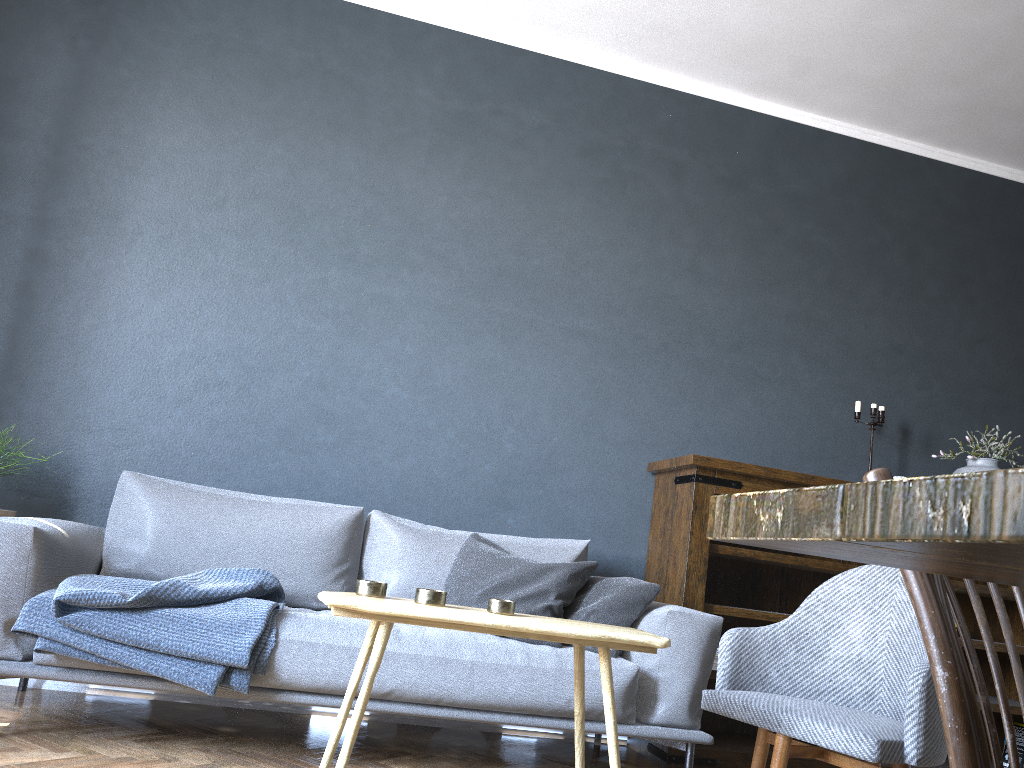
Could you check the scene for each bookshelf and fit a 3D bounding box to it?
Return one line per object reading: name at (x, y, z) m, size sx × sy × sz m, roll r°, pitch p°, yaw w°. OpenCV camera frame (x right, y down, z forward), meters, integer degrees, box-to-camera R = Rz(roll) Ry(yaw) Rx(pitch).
bookshelf at (1.486, 1.045, 3.732) m, size 1.919 × 1.169 × 0.452 m, roll 10°, pitch -11°, yaw -12°

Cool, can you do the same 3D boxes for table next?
table at (-0.078, 0.789, 1.974) m, size 0.788 × 0.548 × 0.340 m, roll 10°, pitch -11°, yaw -12°
table at (0.990, 0.479, 0.179) m, size 1.605 × 0.725 × 1.129 m, roll 10°, pitch -11°, yaw -12°

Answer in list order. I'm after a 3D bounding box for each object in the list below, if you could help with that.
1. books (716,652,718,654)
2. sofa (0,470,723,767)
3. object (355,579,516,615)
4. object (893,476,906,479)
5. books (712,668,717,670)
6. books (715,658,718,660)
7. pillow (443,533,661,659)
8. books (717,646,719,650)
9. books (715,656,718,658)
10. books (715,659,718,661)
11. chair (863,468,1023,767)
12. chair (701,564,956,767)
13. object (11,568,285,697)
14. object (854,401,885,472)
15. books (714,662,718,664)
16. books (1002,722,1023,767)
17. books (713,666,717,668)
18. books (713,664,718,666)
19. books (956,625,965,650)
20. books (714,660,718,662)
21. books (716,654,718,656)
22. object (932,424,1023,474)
books at (0.888, 1.076, 3.533) m, size 0.304 × 0.008 × 0.219 m, roll 10°, pitch -12°, yaw -9°
sofa at (-0.526, 0.809, 3.009) m, size 2.341 × 0.796 × 0.972 m, roll 11°, pitch -11°, yaw -13°
object at (-0.175, 0.488, 2.025) m, size 0.369 × 0.033 × 0.103 m, roll 8°, pitch -11°, yaw -2°
object at (1.767, 0.456, 3.865) m, size 0.255 × 0.103 × 0.118 m, roll -2°, pitch -15°, yaw 42°
books at (0.873, 1.131, 3.518) m, size 0.305 × 0.008 × 0.219 m, roll 11°, pitch -12°, yaw -13°
books at (0.885, 1.095, 3.533) m, size 0.304 × 0.006 × 0.219 m, roll 9°, pitch -12°, yaw -8°
pillow at (0.109, 0.737, 3.124) m, size 0.797 × 0.361 × 0.443 m, roll 7°, pitch -11°, yaw 5°
books at (0.891, 1.061, 3.540) m, size 0.305 × 0.013 × 0.219 m, roll 9°, pitch -12°, yaw -8°
books at (0.883, 1.089, 3.530) m, size 0.288 × 0.008 × 0.219 m, roll 10°, pitch -12°, yaw -8°
books at (0.876, 1.099, 3.530) m, size 0.288 × 0.008 × 0.219 m, roll 9°, pitch -11°, yaw -6°
chair at (0.529, 0.469, 0.681) m, size 0.363 × 0.817 × 0.468 m, roll 10°, pitch -11°, yaw -13°
chair at (0.822, 0.834, 2.252) m, size 0.496 × 0.809 × 0.645 m, roll 15°, pitch -13°, yaw -34°
object at (-1.010, 0.680, 2.588) m, size 0.666 × 0.328 × 0.491 m, roll 9°, pitch -11°, yaw -8°
object at (1.605, 0.291, 4.005) m, size 0.130 × 0.436 × 0.145 m, roll 3°, pitch -12°, yaw 23°
books at (0.875, 1.109, 3.521) m, size 0.305 × 0.013 × 0.219 m, roll 9°, pitch -12°, yaw -8°
books at (2.215, 1.586, 3.867) m, size 0.122 × 0.192 × 0.180 m, roll 10°, pitch -11°, yaw -9°
books at (0.873, 1.124, 3.519) m, size 0.305 × 0.007 × 0.219 m, roll 9°, pitch -12°, yaw -8°
books at (0.875, 1.117, 3.521) m, size 0.304 × 0.008 × 0.219 m, roll 9°, pitch -12°, yaw -8°
books at (1.827, 1.077, 3.846) m, size 0.197 × 0.113 × 0.174 m, roll 13°, pitch -12°, yaw -23°
books at (0.875, 1.105, 3.528) m, size 0.288 × 0.008 × 0.219 m, roll 9°, pitch -11°, yaw -6°
books at (0.887, 1.083, 3.530) m, size 0.304 × 0.008 × 0.219 m, roll 10°, pitch -12°, yaw -9°
object at (2.106, 0.370, 3.984) m, size 0.276 × 0.411 × 0.386 m, roll 15°, pitch -13°, yaw -34°
